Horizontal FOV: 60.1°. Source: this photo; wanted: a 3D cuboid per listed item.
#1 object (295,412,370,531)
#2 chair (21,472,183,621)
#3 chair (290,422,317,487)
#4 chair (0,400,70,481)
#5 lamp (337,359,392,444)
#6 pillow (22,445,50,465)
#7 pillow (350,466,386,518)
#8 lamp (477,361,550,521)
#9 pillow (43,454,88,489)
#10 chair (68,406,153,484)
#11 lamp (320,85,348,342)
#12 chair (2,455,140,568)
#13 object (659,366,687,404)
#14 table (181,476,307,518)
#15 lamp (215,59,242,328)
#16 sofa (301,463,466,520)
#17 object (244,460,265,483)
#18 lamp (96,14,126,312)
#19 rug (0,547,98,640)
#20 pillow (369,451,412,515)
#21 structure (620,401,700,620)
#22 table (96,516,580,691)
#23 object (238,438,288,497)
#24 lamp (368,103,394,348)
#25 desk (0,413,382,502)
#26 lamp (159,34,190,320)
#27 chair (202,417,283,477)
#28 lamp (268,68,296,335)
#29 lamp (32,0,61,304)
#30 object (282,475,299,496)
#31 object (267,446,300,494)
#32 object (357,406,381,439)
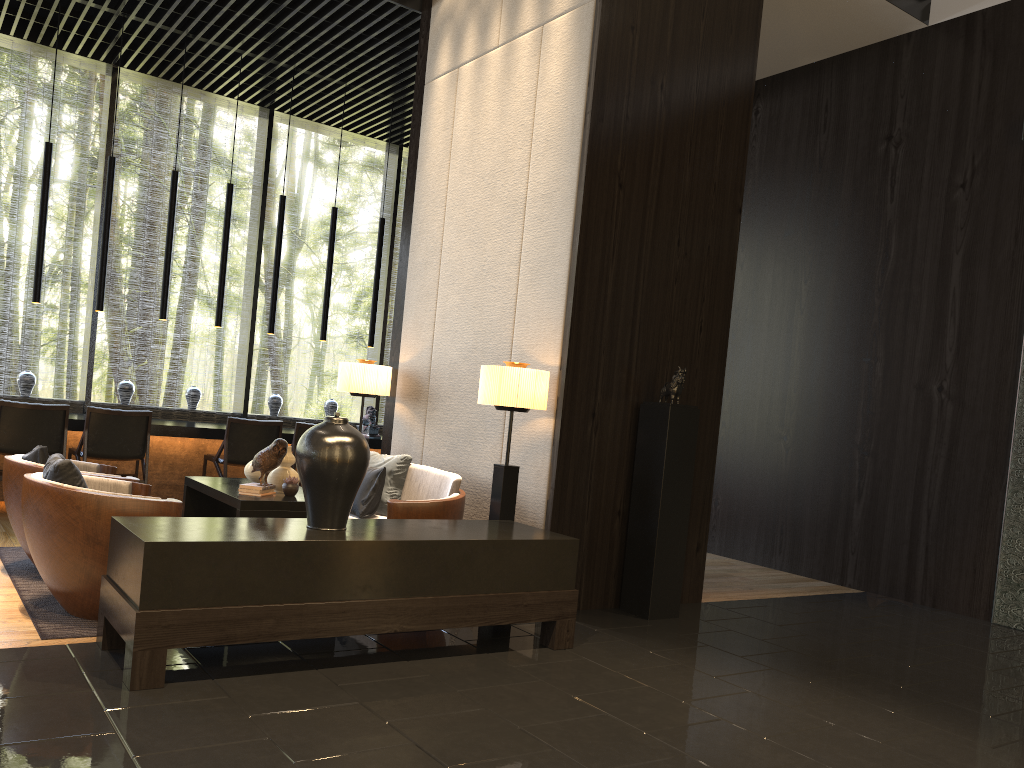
[{"bbox_3d":[-0.764,0.365,3.754,0.310,0.493,0.312,6,1,44],"label":"object"},{"bbox_3d":[-1.928,0.731,4.074,0.607,0.605,0.801,6,0,-35],"label":"chair"},{"bbox_3d":[-1.780,0.747,7.763,0.527,0.828,0.561,5,1,-35],"label":"chair"},{"bbox_3d":[-3.568,0.536,6.506,0.527,0.828,0.561,5,1,-35],"label":"chair"},{"bbox_3d":[-1.103,0.503,6.328,0.375,1.353,0.374,5,1,-5],"label":"lamp"},{"bbox_3d":[-2.495,0.482,4.702,0.205,0.338,0.440,5,0,-28],"label":"pillow"},{"bbox_3d":[-0.946,0.646,5.589,0.220,0.361,0.470,5,0,-38],"label":"pillow"},{"bbox_3d":[-0.042,0.559,4.804,0.374,1.353,0.375,6,1,13],"label":"lamp"},{"bbox_3d":[-2.004,0.504,4.001,0.222,0.362,0.398,5,0,-34],"label":"pillow"},{"bbox_3d":[-3.098,0.592,6.836,0.527,0.828,0.561,5,1,-35],"label":"chair"},{"bbox_3d":[-1.677,-1.612,8.363,0.060,2.424,0.060,4,2,-40],"label":"lamp"},{"bbox_3d":[-2.415,0.705,4.774,0.607,0.605,0.801,6,0,-35],"label":"chair"},{"bbox_3d":[0.913,0.009,5.028,0.161,0.218,0.102,6,1,43],"label":"object"},{"bbox_3d":[-1.434,0.847,4.998,0.577,0.518,1.039,6,-1,-35],"label":"table"},{"bbox_3d":[-2.483,-1.707,7.797,0.060,2.424,0.060,4,2,-40],"label":"lamp"},{"bbox_3d":[-0.785,0.837,5.436,0.604,0.694,1.445,5,-1,-35],"label":"sofa"},{"bbox_3d":[-1.417,0.508,5.102,0.245,0.168,0.245,5,-1,13],"label":"object"},{"bbox_3d":[-3.274,-1.801,7.241,0.060,2.424,0.060,4,2,-40],"label":"lamp"},{"bbox_3d":[-1.543,1.095,5.008,2.246,0.008,2.035,7,-2,-35],"label":"rug"},{"bbox_3d":[-0.875,0.637,5.760,0.431,0.400,0.201,5,1,33],"label":"pillow"},{"bbox_3d":[0.846,0.720,5.067,0.241,1.220,0.239,4,2,-35],"label":"structure"},{"bbox_3d":[-0.664,0.883,3.845,1.964,0.514,0.618,7,-1,-35],"label":"table"},{"bbox_3d":[-1.296,0.435,4.690,0.229,0.310,0.174,6,1,11],"label":"object"},{"bbox_3d":[-1.270,-1.564,8.650,0.060,2.424,0.060,4,2,-40],"label":"lamp"},{"bbox_3d":[-12.132,-0.429,0.938,28.796,0.760,1.775,7,-2,-35],"label":"desk"},{"bbox_3d":[-2.867,-1.753,7.527,0.060,2.424,0.060,4,2,-40],"label":"lamp"},{"bbox_3d":[-2.250,0.692,7.433,0.527,0.828,0.561,5,1,-35],"label":"chair"},{"bbox_3d":[-2.092,-1.661,8.072,0.060,2.424,0.060,4,2,-40],"label":"lamp"},{"bbox_3d":[-3.652,-1.845,6.975,0.060,2.424,0.060,4,2,-40],"label":"lamp"},{"bbox_3d":[-1.192,0.547,4.770,0.091,0.112,0.091,6,0,17],"label":"object"},{"bbox_3d":[-1.253,0.470,4.872,0.174,0.257,0.174,5,1,-15],"label":"object"},{"bbox_3d":[-1.375,0.362,8.496,0.206,0.311,0.162,6,1,35],"label":"object"}]
